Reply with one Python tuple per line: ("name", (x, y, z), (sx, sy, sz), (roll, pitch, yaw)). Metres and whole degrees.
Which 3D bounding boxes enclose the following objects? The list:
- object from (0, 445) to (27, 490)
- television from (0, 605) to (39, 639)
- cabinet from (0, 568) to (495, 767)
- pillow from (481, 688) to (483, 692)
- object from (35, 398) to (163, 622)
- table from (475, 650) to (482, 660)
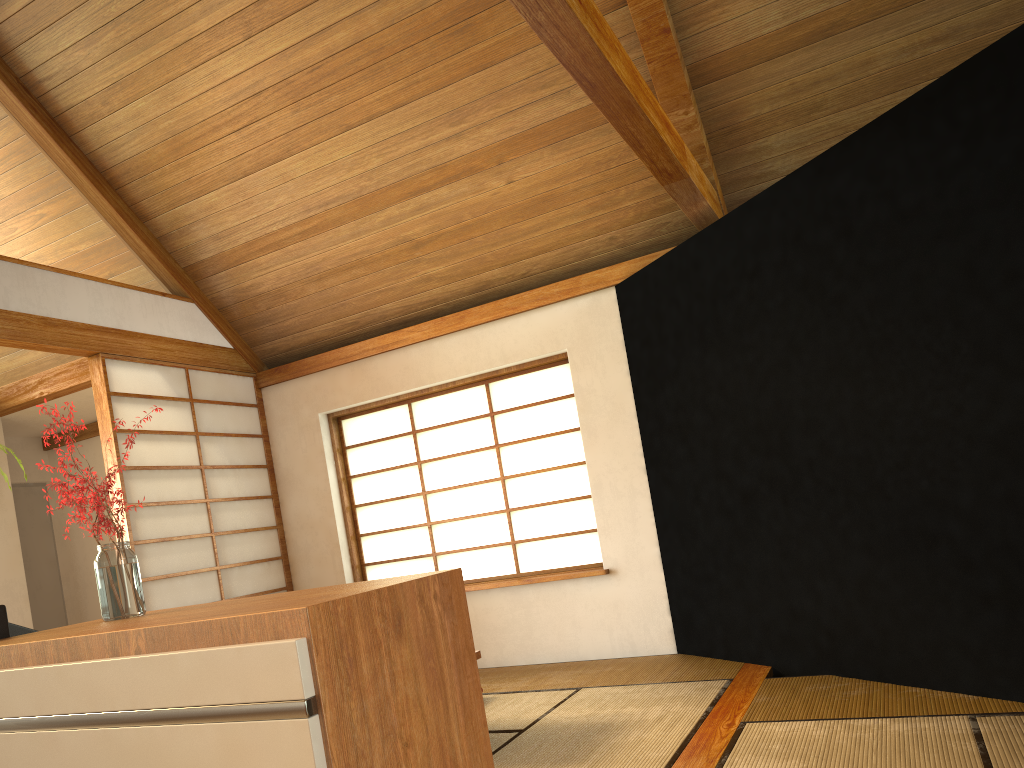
("object", (-3.349, 0.483, 4.966), (1.114, 1.120, 1.220), (-11, -6, 18))
("television", (-1.381, 0.837, 2.161), (0.686, 0.536, 0.461), (-12, -5, 26))
("cabinet", (-1.363, 1.007, 2.131), (2.841, 0.735, 0.522), (-14, -5, 27))
("pillow", (-0.497, 1.480, 4.058), (0.600, 0.131, 0.526), (-13, -9, 24))
("object", (-0.894, 0.268, 1.905), (0.244, 0.496, 0.220), (-11, -3, 31))
("table", (-0.762, 1.322, 3.457), (1.289, 0.334, 0.566), (-14, -8, 27))
